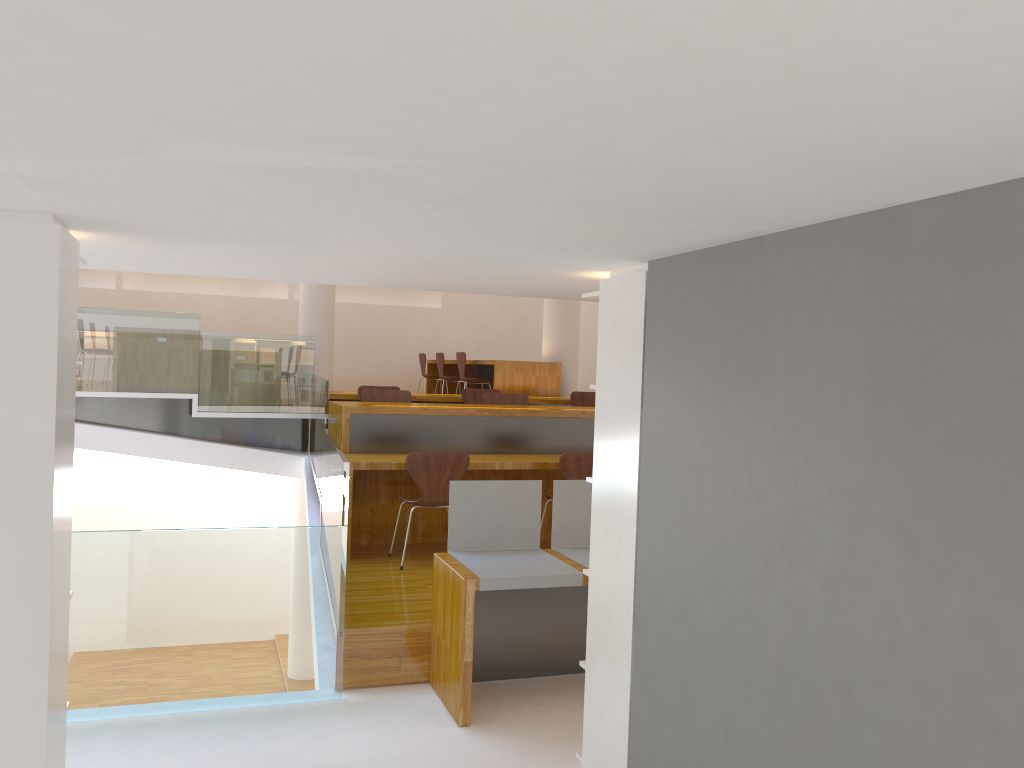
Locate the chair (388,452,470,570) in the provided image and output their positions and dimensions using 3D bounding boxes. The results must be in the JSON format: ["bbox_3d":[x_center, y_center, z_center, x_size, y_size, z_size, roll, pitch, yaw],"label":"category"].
[{"bbox_3d":[-0.502,0.746,5.438,0.428,0.693,0.381,2,1,-19],"label":"chair"}]

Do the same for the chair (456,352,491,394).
[{"bbox_3d":[-0.435,-0.011,10.118,0.381,0.693,0.428,2,1,-19],"label":"chair"}]

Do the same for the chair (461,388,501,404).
[{"bbox_3d":[-0.350,0.386,8.536,0.428,0.693,0.381,2,1,-19],"label":"chair"}]

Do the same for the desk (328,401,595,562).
[{"bbox_3d":[0.312,0.647,6.486,3.236,0.918,1.285,2,1,-19],"label":"desk"}]

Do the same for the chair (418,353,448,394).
[{"bbox_3d":[-1.074,-0.066,12.108,0.381,0.693,0.428,2,1,-19],"label":"chair"}]

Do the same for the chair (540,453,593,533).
[{"bbox_3d":[0.417,0.773,5.752,0.428,0.693,0.381,2,1,-19],"label":"chair"}]

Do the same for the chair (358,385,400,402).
[{"bbox_3d":[-1.269,0.359,8.222,0.428,0.693,0.381,2,1,-19],"label":"chair"}]

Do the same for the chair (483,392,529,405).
[{"bbox_3d":[-0.006,0.423,7.018,0.428,0.693,0.381,2,1,-19],"label":"chair"}]

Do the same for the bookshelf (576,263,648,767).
[{"bbox_3d":[1.716,0.572,3.500,2.984,1.836,0.498,2,1,-19],"label":"bookshelf"}]

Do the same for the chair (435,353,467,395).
[{"bbox_3d":[-0.748,-0.037,11.037,0.381,0.693,0.428,2,1,-19],"label":"chair"}]

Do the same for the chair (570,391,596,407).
[{"bbox_3d":[0.696,0.418,8.935,0.428,0.693,0.381,2,1,-19],"label":"chair"}]

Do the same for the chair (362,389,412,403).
[{"bbox_3d":[-0.924,0.395,6.703,0.428,0.693,0.381,2,1,-19],"label":"chair"}]

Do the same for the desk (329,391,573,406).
[{"bbox_3d":[-0.358,0.426,9.050,3.185,0.606,0.760,2,1,-19],"label":"desk"}]

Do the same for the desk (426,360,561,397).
[{"bbox_3d":[-0.339,0.014,11.152,0.760,0.606,3.185,2,1,-19],"label":"desk"}]

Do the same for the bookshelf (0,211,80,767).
[{"bbox_3d":[-2.964,0.431,1.841,3.666,1.836,0.397,2,1,-19],"label":"bookshelf"}]
